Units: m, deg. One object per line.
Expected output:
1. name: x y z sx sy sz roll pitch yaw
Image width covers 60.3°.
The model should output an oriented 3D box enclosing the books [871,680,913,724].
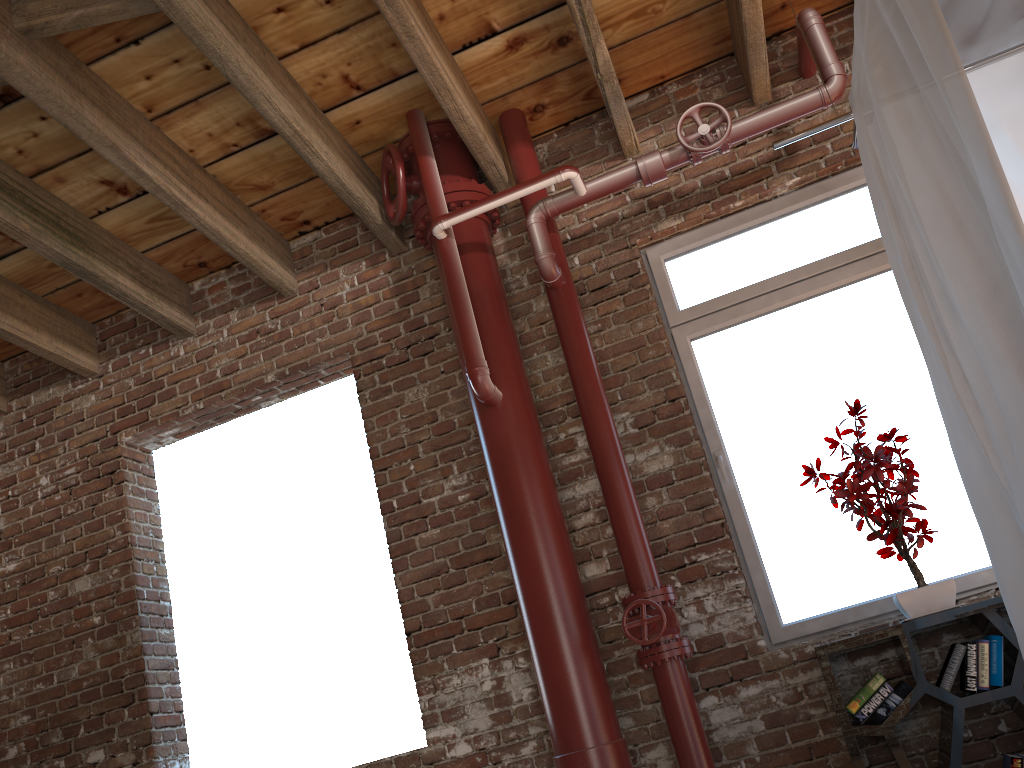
1. books: 1.263 1.059 2.938 0.154 0.111 0.140 -20 -21 12

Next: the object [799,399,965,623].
1. object: 1.293 0.434 3.147 0.409 0.817 0.413 -18 -19 8

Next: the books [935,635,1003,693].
1. books: 1.504 0.927 2.896 0.240 0.161 0.140 -20 -20 12

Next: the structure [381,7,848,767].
1. structure: 0.642 0.163 3.292 1.967 3.370 0.602 -19 -18 12

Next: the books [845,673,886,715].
1. books: 1.187 1.040 2.967 0.152 0.106 0.140 -20 -21 12

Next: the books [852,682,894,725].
1. books: 1.208 1.068 2.953 0.152 0.106 0.140 -20 -21 12

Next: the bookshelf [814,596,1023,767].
1. bookshelf: 1.550 1.171 2.899 0.842 0.822 0.305 -19 -19 12

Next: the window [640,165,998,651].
1. window: 1.356 0.005 3.524 1.324 1.798 0.175 -19 -18 12

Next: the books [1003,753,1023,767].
1. books: 1.639 1.248 2.774 0.200 0.176 0.140 -19 -20 12

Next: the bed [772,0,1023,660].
1. bed: 1.408 -1.187 1.080 2.458 3.776 2.787 -19 -20 12
